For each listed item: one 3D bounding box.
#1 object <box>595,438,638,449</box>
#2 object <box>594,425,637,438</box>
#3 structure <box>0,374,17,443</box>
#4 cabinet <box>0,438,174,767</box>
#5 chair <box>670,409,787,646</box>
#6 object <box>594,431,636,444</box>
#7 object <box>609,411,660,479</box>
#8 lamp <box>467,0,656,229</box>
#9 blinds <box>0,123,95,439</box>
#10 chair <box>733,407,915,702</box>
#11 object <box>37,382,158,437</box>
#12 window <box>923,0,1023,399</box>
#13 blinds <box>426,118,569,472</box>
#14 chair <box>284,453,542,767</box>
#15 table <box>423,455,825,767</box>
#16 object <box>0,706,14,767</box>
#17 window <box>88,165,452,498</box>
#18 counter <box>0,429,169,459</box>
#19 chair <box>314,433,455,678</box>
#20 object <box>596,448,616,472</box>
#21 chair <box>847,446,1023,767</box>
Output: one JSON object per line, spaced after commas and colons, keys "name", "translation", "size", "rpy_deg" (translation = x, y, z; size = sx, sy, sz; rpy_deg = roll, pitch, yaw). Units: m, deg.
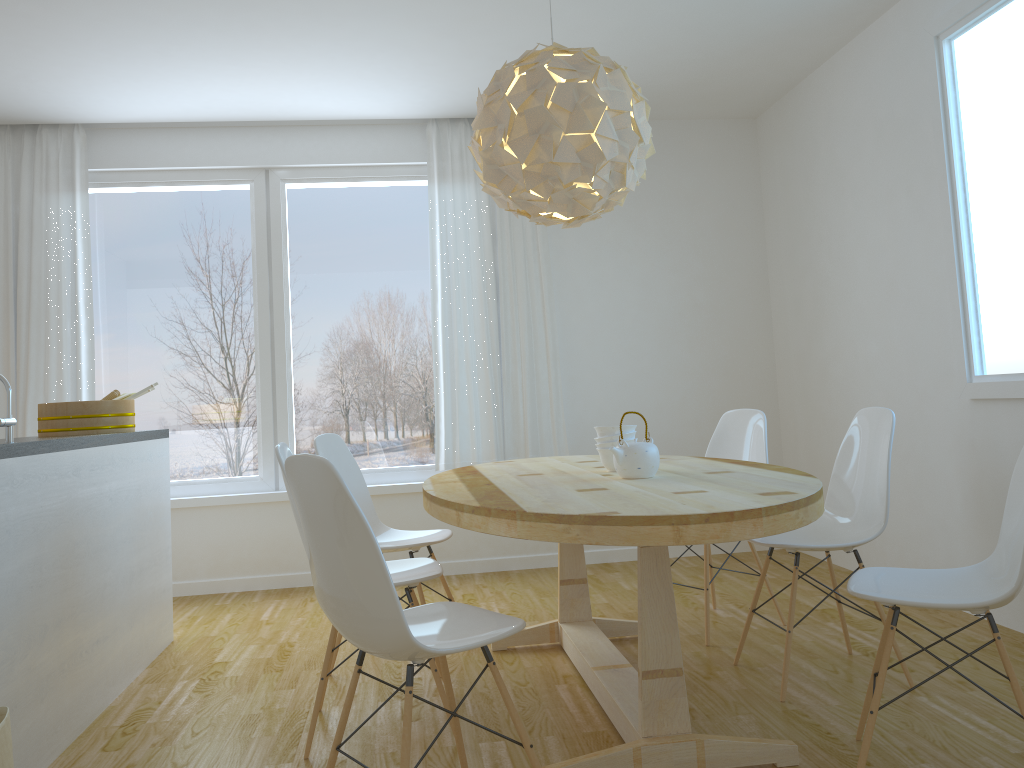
{"name": "object", "translation": [0.370, 0.241, 3.113], "size": [0.151, 0.093, 0.152], "rpy_deg": [-4, -2, 32]}
{"name": "object", "translation": [0.367, 0.189, 3.119], "size": [0.151, 0.087, 0.151], "rpy_deg": [-4, -2, 21]}
{"name": "structure", "translation": [-1.524, 0.066, 2.541], "size": [0.162, 0.216, 0.096], "rpy_deg": [-3, -4, -7]}
{"name": "cabinet", "translation": [-1.705, 0.686, 2.808], "size": [0.601, 0.913, 2.391], "rpy_deg": [-3, -2, -7]}
{"name": "chair", "translation": [0.847, 0.570, 3.793], "size": [0.523, 0.906, 0.428], "rpy_deg": [-1, -5, -32]}
{"name": "object", "translation": [0.366, 0.217, 3.116], "size": [0.150, 0.096, 0.151], "rpy_deg": [-3, -2, 10]}
{"name": "object", "translation": [0.379, 0.193, 2.825], "size": [0.177, 0.212, 0.146], "rpy_deg": [-3, -4, -8]}
{"name": "lamp", "translation": [0.160, -1.102, 3.124], "size": [0.647, 1.140, 0.636], "rpy_deg": [-3, -4, -8]}
{"name": "blinds", "translation": [-2.750, -0.453, 4.932], "size": [0.795, 2.170, 0.149], "rpy_deg": [-3, -5, -7]}
{"name": "chair", "translation": [1.058, 0.545, 3.064], "size": [0.523, 0.906, 0.428], "rpy_deg": [-3, -4, -7]}
{"name": "object", "translation": [-1.816, 0.109, 3.828], "size": [0.378, 0.215, 0.429], "rpy_deg": [-4, -2, 21]}
{"name": "window", "translation": [0.745, -0.450, 2.609], "size": [2.549, 2.063, 1.872], "rpy_deg": [-3, -3, -7]}
{"name": "blinds", "translation": [-0.108, -0.590, 5.264], "size": [0.795, 2.170, 0.149], "rpy_deg": [-3, -5, -7]}
{"name": "chair", "translation": [-0.225, 0.595, 2.060], "size": [0.523, 0.906, 0.428], "rpy_deg": [0, -5, -37]}
{"name": "table", "translation": [0.315, 0.670, 2.974], "size": [1.194, 0.728, 2.181], "rpy_deg": [-3, -2, -8]}
{"name": "object", "translation": [-0.783, 0.833, 2.121], "size": [1.190, 0.504, 0.469], "rpy_deg": [-2, -3, -29]}
{"name": "window", "translation": [-1.426, -0.335, 5.277], "size": [2.727, 1.928, 0.088], "rpy_deg": [-3, -5, -7]}
{"name": "counter", "translation": [-1.731, 0.211, 2.847], "size": [0.601, 0.040, 2.391], "rpy_deg": [-3, -1, -7]}
{"name": "chair", "translation": [-0.485, 0.638, 3.525], "size": [0.522, 0.906, 0.428], "rpy_deg": [-4, -4, 13]}
{"name": "object", "translation": [0.374, 0.264, 3.110], "size": [0.151, 0.083, 0.152], "rpy_deg": [-4, -2, 32]}
{"name": "chair", "translation": [1.094, 0.526, 2.216], "size": [0.522, 0.906, 0.429], "rpy_deg": [-5, -4, 23]}
